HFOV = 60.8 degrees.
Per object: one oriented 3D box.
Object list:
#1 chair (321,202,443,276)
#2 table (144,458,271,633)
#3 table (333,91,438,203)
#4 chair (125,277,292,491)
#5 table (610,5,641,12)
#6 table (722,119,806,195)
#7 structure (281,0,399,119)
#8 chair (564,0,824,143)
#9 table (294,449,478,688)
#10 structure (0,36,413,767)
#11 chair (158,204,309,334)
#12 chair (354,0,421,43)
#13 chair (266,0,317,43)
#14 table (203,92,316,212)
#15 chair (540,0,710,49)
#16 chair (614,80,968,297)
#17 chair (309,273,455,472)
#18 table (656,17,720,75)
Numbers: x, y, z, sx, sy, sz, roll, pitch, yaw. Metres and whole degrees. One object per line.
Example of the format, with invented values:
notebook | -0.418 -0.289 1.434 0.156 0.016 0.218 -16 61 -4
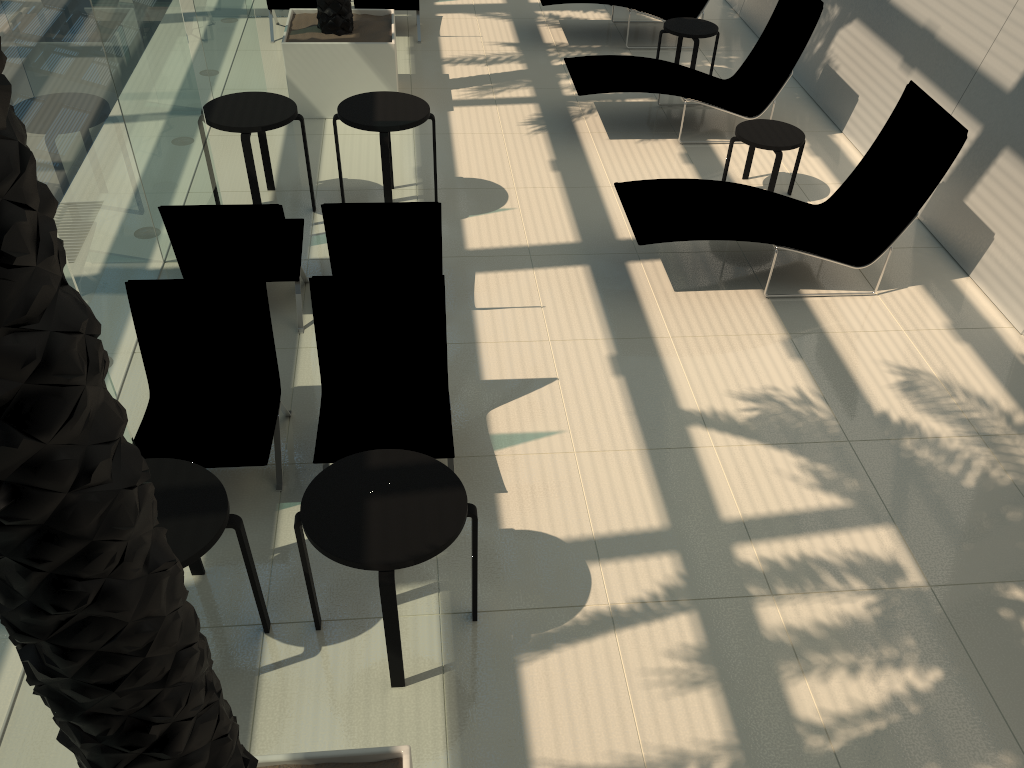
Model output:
chair | -0.834 -0.978 5.783 0.715 0.965 0.811 -2 42 -5
table | -1.499 0.837 3.768 0.654 0.848 0.647 31 49 29
table | -0.959 -1.719 6.717 0.663 0.848 0.637 24 46 23
chair | -1.608 0.080 4.534 0.715 0.965 0.811 -2 42 -5
table | 1.550 -4.970 10.778 0.540 0.562 0.519 24 46 23
table | 2.070 -1.813 7.198 0.536 0.562 0.523 28 47 26
structure | -1.516 -5.564 5.935 4.804 7.617 4.080 -7 42 -10
chair | 1.551 -2.965 7.948 2.035 1.258 0.843 -2 42 -5
table | -0.535 0.804 3.856 0.654 0.848 0.647 31 49 29
structure | -0.732 -0.642 0.351 4.376 7.617 4.484 -18 45 -21
chair | -1.762 -0.947 5.699 0.715 0.965 0.811 -2 42 -5
chair | -1.400 -4.417 9.684 0.715 0.965 0.811 -2 42 -5
chair | -2.328 -4.386 9.599 0.715 0.965 0.811 -2 42 -5
table | -1.923 -1.687 6.629 0.663 0.848 0.637 24 46 23
chair | 1.296 -4.520 9.711 2.035 1.258 0.843 -2 42 -5
chair | 1.815 -1.363 6.130 2.035 1.258 0.843 -2 42 -5
chair | -0.680 0.049 4.618 0.715 0.965 0.811 -2 42 -5
table | 1.806 -3.415 9.016 0.536 0.562 0.523 28 47 26
